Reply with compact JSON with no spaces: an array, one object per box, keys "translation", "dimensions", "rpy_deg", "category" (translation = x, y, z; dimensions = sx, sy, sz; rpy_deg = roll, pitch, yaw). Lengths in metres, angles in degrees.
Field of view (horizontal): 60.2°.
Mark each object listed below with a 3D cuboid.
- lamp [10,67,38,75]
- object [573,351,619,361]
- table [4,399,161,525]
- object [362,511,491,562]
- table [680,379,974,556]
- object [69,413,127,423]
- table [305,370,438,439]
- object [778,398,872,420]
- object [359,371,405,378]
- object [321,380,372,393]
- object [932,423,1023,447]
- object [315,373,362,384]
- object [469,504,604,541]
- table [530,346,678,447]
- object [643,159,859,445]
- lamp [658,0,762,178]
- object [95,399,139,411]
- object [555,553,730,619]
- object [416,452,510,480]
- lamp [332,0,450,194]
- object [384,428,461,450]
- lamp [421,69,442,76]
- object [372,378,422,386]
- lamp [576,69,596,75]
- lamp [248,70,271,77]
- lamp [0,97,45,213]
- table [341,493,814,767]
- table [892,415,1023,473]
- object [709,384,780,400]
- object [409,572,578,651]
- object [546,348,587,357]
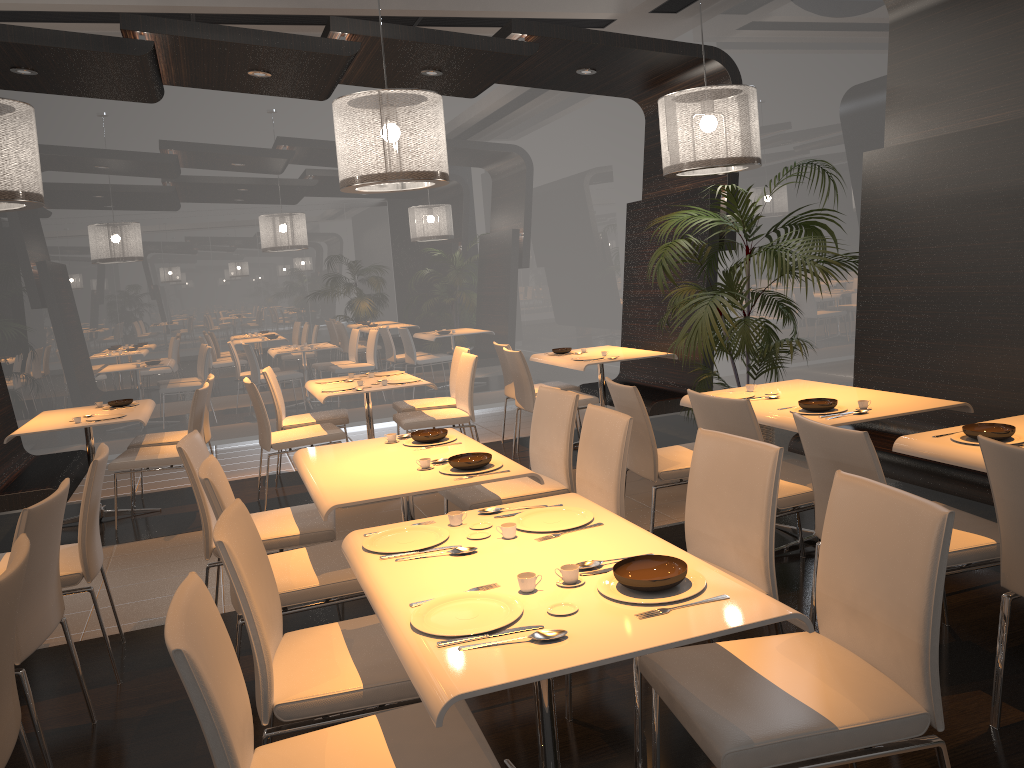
[{"translation":[-3.194,-2.060,5.784],"dimensions":[0.160,0.054,0.161],"rpy_deg":[-6,7,-13],"category":"lamp"},{"translation":[0.653,-0.214,6.819],"dimensions":[0.336,0.037,0.378],"rpy_deg":[-8,8,-24],"category":"object"},{"translation":[-2.837,0.569,5.983],"dimensions":[0.802,0.722,1.151],"rpy_deg":[-7,6,-19],"category":"table"},{"translation":[-0.237,0.421,2.458],"dimensions":[0.336,0.037,0.378],"rpy_deg":[-8,8,-24],"category":"object"},{"translation":[1.474,0.428,4.267],"dimensions":[0.802,0.722,1.151],"rpy_deg":[-7,6,-19],"category":"table"},{"translation":[-2.685,0.206,5.731],"dimensions":[0.336,0.037,0.377],"rpy_deg":[-9,8,-29],"category":"object"},{"translation":[-1.053,0.342,6.583],"dimensions":[0.802,0.722,1.151],"rpy_deg":[-7,6,-19],"category":"table"},{"translation":[1.392,0.096,3.901],"dimensions":[0.304,0.044,0.366],"rpy_deg":[-7,8,-20],"category":"object"},{"translation":[-1.025,-0.090,6.952],"dimensions":[0.336,0.037,0.377],"rpy_deg":[-9,8,-29],"category":"object"},{"translation":[-1.157,0.020,6.180],"dimensions":[0.336,0.037,0.378],"rpy_deg":[-8,8,-24],"category":"object"},{"translation":[1.714,0.173,3.094],"dimensions":[0.304,0.044,0.366],"rpy_deg":[-7,8,-20],"category":"object"},{"translation":[-1.328,-0.041,6.764],"dimensions":[0.336,0.037,0.378],"rpy_deg":[-8,8,-24],"category":"object"},{"translation":[0.051,0.382,2.576],"dimensions":[0.336,0.037,0.377],"rpy_deg":[-9,8,-29],"category":"object"},{"translation":[0.740,0.114,7.190],"dimensions":[0.802,0.722,1.151],"rpy_deg":[-7,6,-19],"category":"table"},{"translation":[1.645,-0.478,5.984],"dimensions":[1.505,2.051,1.569],"rpy_deg":[-5,5,-5],"category":"object"},{"translation":[1.224,-2.342,5.716],"dimensions":[0.626,1.922,0.630],"rpy_deg":[-4,3,13],"category":"lamp"},{"translation":[-2.815,0.141,6.292],"dimensions":[0.304,0.044,0.366],"rpy_deg":[-7,8,-20],"category":"object"},{"translation":[0.275,0.434,2.000],"dimensions":[0.304,0.044,0.366],"rpy_deg":[-7,8,-20],"category":"object"},{"translation":[-0.194,0.299,3.355],"dimensions":[0.304,0.044,0.366],"rpy_deg":[-7,8,-20],"category":"object"},{"translation":[-0.751,-2.089,5.038],"dimensions":[0.626,1.922,0.630],"rpy_deg":[-4,3,9],"category":"lamp"},{"translation":[-0.405,0.238,3.969],"dimensions":[0.304,0.044,0.366],"rpy_deg":[-7,8,-20],"category":"object"},{"translation":[-0.607,-2.363,6.671],"dimensions":[0.161,0.055,0.162],"rpy_deg":[-8,7,-24],"category":"lamp"},{"translation":[-0.838,-0.030,6.366],"dimensions":[0.336,0.037,0.377],"rpy_deg":[-9,8,-29],"category":"object"},{"translation":[0.594,-2.517,7.083],"dimensions":[0.161,0.055,0.162],"rpy_deg":[-8,7,-24],"category":"lamp"},{"translation":[-1.790,-2.212,6.266],"dimensions":[0.161,0.055,0.162],"rpy_deg":[-8,7,-24],"category":"lamp"},{"translation":[-2.757,-1.833,4.351],"dimensions":[0.626,1.922,0.630],"rpy_deg":[-4,3,9],"category":"lamp"},{"translation":[0.082,0.807,2.224],"dimensions":[0.802,0.722,1.151],"rpy_deg":[-7,6,-19],"category":"table"},{"translation":[1.993,0.564,2.868],"dimensions":[0.802,0.722,1.151],"rpy_deg":[-7,6,-19],"category":"table"},{"translation":[1.167,0.046,4.460],"dimensions":[0.336,0.037,0.378],"rpy_deg":[-8,8,-24],"category":"object"},{"translation":[-0.037,0.479,1.878],"dimensions":[0.336,0.037,0.378],"rpy_deg":[-8,8,-24],"category":"object"},{"translation":[0.456,-0.275,7.405],"dimensions":[0.304,0.044,0.366],"rpy_deg":[-7,8,-20],"category":"object"}]
